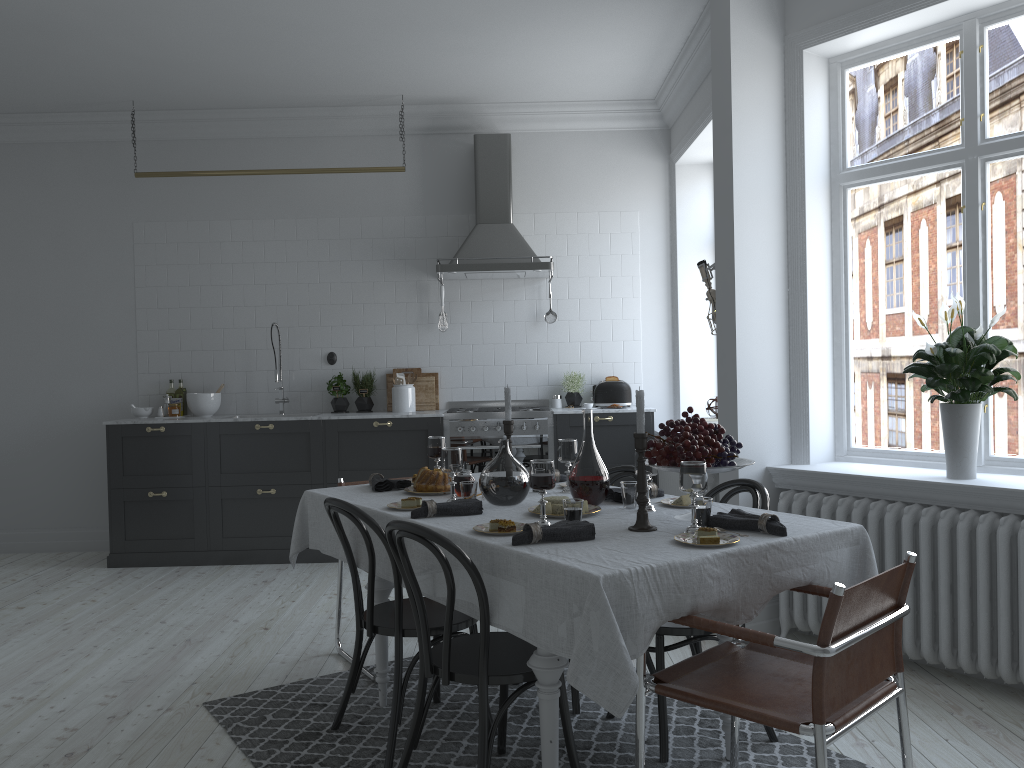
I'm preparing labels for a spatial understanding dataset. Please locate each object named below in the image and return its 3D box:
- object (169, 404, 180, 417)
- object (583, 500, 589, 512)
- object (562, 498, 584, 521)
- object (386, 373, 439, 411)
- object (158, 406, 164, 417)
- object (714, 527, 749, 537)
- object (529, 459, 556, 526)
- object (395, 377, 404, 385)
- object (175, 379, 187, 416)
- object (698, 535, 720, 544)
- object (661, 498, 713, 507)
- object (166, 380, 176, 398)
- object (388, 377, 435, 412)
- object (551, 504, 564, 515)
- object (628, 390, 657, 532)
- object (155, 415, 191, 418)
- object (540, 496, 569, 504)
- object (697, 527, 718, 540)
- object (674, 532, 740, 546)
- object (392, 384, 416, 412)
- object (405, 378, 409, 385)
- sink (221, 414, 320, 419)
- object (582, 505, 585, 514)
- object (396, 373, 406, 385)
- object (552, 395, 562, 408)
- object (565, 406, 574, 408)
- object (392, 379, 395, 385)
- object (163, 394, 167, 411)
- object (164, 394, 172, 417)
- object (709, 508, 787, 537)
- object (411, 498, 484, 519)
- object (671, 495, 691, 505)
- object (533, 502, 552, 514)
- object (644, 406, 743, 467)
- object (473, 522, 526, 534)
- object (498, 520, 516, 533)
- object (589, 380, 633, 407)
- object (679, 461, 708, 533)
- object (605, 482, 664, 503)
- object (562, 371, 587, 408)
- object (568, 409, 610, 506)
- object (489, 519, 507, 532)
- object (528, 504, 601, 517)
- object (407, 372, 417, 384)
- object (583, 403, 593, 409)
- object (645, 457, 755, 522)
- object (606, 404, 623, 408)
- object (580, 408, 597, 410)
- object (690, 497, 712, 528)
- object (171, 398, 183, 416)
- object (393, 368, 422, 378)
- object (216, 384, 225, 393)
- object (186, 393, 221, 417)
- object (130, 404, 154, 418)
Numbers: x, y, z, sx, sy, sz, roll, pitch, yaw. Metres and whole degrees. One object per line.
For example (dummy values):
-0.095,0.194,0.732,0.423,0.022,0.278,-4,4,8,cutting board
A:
-2.530,0.199,6.650,0.078,0.101,0.078,-1,1,28,object
0.235,0.425,3.105,0.039,0.040,0.077,-2,1,-21,object
0.191,0.408,2.759,0.066,0.094,0.066,-2,1,-12,object
-0.767,0.062,6.853,0.400,0.290,0.030,-1,1,0,object
-2.630,0.210,6.639,0.046,0.084,0.046,-2,1,-14,object
0.653,0.440,2.641,0.031,0.012,0.131,-2,1,-38,object
0.097,0.350,2.809,0.083,0.215,0.083,-1,1,4,object
-0.855,0.078,6.653,0.054,0.262,0.149,-2,1,-25,object
-2.528,0.105,6.802,0.089,0.282,0.082,-1,1,0,object
0.557,0.441,2.511,0.057,0.021,0.037,-1,1,0,object
0.630,0.430,3.199,0.182,0.013,0.182,-1,1,0,object
-2.610,0.107,6.806,0.066,0.282,0.066,-1,1,-5,object
-0.770,0.078,6.797,0.360,0.261,0.053,-1,1,0,object
0.164,0.430,3.014,0.077,0.040,0.040,-1,1,19,object
0.399,0.234,2.736,0.089,0.432,0.089,-1,1,22,object
-2.570,0.246,6.720,0.180,0.008,0.272,-1,1,0,object
0.153,0.422,3.096,0.100,0.056,0.056,-1,1,17,object
0.562,0.431,2.553,0.057,0.037,0.021,-1,1,21,object
0.554,0.445,2.522,0.182,0.013,0.182,-1,1,10,object
-0.816,0.107,6.683,0.174,0.208,0.174,-1,1,-5,object
-0.791,0.082,6.723,0.050,0.247,0.114,-2,1,-35,object
-1.755,0.336,6.514,0.669,0.203,0.384,-1,1,0,sink
0.211,0.430,3.049,0.040,0.039,0.077,-2,1,-30,object
-0.819,0.062,6.692,0.064,0.290,0.141,-2,1,-27,object
0.344,0.135,6.759,0.072,0.095,0.072,0,2,45,object
0.417,0.173,6.670,0.091,0.018,0.062,-1,1,-3,object
-0.848,0.082,6.677,0.117,0.251,0.061,-1,1,30,object
-2.622,0.163,6.742,0.059,0.172,0.059,-1,1,31,object
-2.592,0.164,6.683,0.059,0.172,0.059,-1,1,31,object
0.747,0.414,2.707,0.247,0.061,0.165,0,1,39,object
-0.212,0.429,3.081,0.165,0.061,0.247,0,1,39,object
0.610,0.417,3.193,0.039,0.040,0.078,-2,1,-26,object
0.104,0.420,3.029,0.039,0.040,0.078,-2,1,-26,object
0.606,0.183,2.898,0.347,0.215,0.318,-2,1,-38,object
-0.030,0.453,2.768,0.182,0.013,0.182,-1,1,15,object
-0.016,0.440,2.742,0.036,0.039,0.051,0,1,39,object
0.753,0.070,6.747,0.326,0.207,0.219,-1,1,5,object
0.546,0.342,2.663,0.083,0.215,0.083,-1,1,4,object
0.450,0.408,3.368,0.165,0.061,0.247,0,1,39,object
0.468,0.038,6.743,0.210,0.283,0.220,-1,1,12,object
0.281,0.269,3.250,0.152,0.352,0.152,-2,1,-40,object
-0.043,0.441,2.772,0.057,0.037,0.021,-2,1,-19,object
0.183,0.441,3.072,0.251,0.018,0.251,-1,1,0,object
-0.783,0.059,6.720,0.131,0.296,0.056,-2,1,-21,object
0.551,0.161,6.402,0.072,0.040,0.070,-1,1,-8,object
0.610,0.348,2.913,0.367,0.188,0.367,0,1,41,object
0.748,0.161,6.478,0.119,0.031,0.074,-1,1,32,object
0.553,0.180,6.402,0.126,0.008,0.126,-1,1,26,object
0.585,0.399,2.736,0.066,0.094,0.066,-2,1,-12,object
-2.553,0.177,6.753,0.077,0.141,0.044,-1,1,0,object
-0.804,0.044,6.820,0.220,0.330,0.041,-1,1,0,object
-2.269,0.117,6.735,0.042,0.232,0.209,0,1,40,object
-2.329,0.158,6.707,0.247,0.175,0.247,-1,1,13,object
-2.776,0.201,6.667,0.159,0.110,0.172,-1,1,-5,object
